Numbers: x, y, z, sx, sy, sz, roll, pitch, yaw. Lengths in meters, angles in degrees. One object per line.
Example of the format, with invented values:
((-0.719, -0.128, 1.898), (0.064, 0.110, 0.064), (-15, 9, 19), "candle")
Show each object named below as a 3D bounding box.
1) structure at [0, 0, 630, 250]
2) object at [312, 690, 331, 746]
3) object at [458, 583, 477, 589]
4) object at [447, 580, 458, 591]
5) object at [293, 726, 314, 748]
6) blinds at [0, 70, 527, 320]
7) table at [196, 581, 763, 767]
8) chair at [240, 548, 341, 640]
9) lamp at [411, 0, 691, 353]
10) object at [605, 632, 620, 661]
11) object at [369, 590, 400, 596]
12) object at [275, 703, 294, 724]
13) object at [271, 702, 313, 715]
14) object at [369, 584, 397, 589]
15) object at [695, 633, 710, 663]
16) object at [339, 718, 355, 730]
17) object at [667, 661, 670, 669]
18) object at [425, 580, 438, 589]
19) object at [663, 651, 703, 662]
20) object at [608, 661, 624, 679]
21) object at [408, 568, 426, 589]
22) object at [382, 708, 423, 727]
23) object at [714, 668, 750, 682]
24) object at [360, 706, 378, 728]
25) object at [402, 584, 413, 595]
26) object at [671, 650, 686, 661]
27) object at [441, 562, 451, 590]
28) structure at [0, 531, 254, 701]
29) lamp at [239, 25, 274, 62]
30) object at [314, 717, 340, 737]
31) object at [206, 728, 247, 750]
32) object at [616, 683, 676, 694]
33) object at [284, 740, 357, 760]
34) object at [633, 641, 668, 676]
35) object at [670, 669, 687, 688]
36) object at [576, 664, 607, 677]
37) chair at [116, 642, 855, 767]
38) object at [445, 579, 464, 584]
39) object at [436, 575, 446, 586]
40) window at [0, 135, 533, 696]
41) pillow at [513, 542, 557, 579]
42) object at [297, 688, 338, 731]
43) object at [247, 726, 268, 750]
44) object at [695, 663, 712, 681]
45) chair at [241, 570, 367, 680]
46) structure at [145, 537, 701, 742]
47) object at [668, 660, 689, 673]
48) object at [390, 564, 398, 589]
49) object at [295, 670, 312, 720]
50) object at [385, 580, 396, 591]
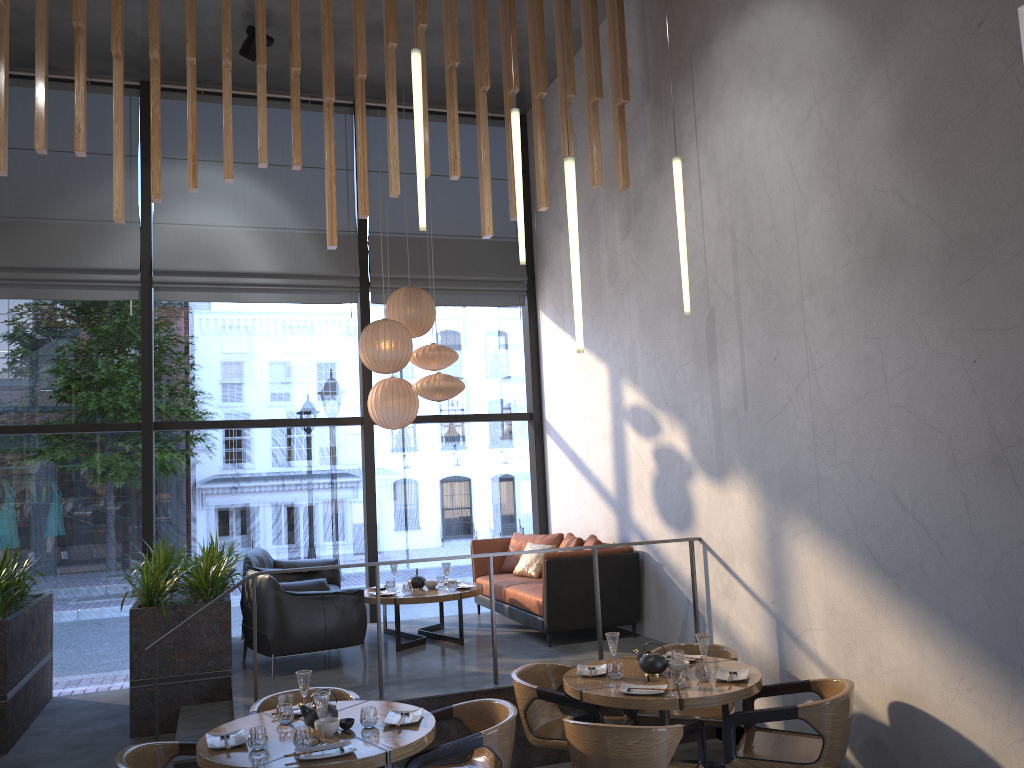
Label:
((-2.373, -0.891, 0.559), (10.399, 5.894, 10.127), (-1, -6, -19), "structure")
((-0.844, 1.490, 3.947), (0.082, 0.227, 0.082), (-8, -8, 41), "object")
((-0.416, 1.744, 7.626), (0.170, 0.025, 0.294), (2, -8, -38), "object")
((-0.503, 1.704, 7.503), (0.086, 0.086, 0.086), (-1, -6, -15), "object")
((-0.921, 1.561, 3.909), (0.086, 0.086, 0.086), (-3, -6, 6), "object")
((-7.529, -2.120, 3.629), (8.760, 2.314, 17.610), (-6, -7, 25), "blinds")
((-3.765, 1.991, 3.673), (10.659, 0.968, 6.876), (-1, -6, -18), "table")
((-2.005, 1.857, 8.054), (0.833, 0.743, 1.030), (-2, -6, -4), "chair")
((-1.923, -5.068, 0.742), (8.975, 10.231, 8.774), (-1, -6, -20), "lamp")
((0.579, 1.536, 5.051), (0.082, 0.227, 0.082), (-8, -8, 43), "object")
((-1.053, 1.752, 7.412), (0.170, 0.025, 0.294), (2, -8, -38), "object")
((-1.113, 1.616, 4.343), (0.086, 0.086, 0.086), (2, -7, -36), "object")
((-1.084, 1.665, 4.527), (0.294, 0.025, 0.170), (1, -7, -34), "object")
((-1.155, 1.807, 7.887), (0.170, 0.025, 0.294), (-5, -6, 17), "object")
((1.060, 1.496, 4.888), (0.082, 0.227, 0.082), (-3, -6, 3), "object")
((-0.780, 1.605, 4.176), (0.080, 0.042, 0.080), (-7, -7, 35), "object")
((0.923, 1.616, 5.079), (0.080, 0.042, 0.080), (2, -7, -36), "object")
((-0.700, 1.745, 7.698), (0.116, 0.065, 0.116), (-4, -6, 11), "object")
((1.025, 1.646, 5.325), (0.294, 0.025, 0.170), (-8, -8, 41), "object")
((0.578, 1.596, 4.938), (0.086, 0.086, 0.086), (-3, -6, 4), "object")
((-0.835, 1.701, 7.770), (0.168, 0.179, 0.163), (-7, -7, 37), "object")
((-0.526, 1.610, 4.261), (0.170, 0.025, 0.294), (-3, -6, 1), "object")
((1.188, 1.582, 4.795), (0.170, 0.025, 0.294), (-5, -6, 19), "object")
((-0.678, 1.580, 4.204), (0.086, 0.086, 0.086), (-1, -6, -16), "object")
((-0.870, 1.709, 7.380), (0.086, 0.086, 0.086), (-1, -6, -15), "object")
((0.970, 1.602, 5.175), (0.086, 0.086, 0.086), (0, -7, -25), "object")
((-0.558, 1.643, 7.578), (0.082, 0.227, 0.082), (-5, -7, 24), "object")
((-6.152, 1.543, 1.373), (4.306, 1.608, 15.715), (-5, -6, 20), "structure")
((-2.239, -2.929, 7.654), (0.300, 0.367, 0.273), (-6, -7, 27), "lamp")
((-0.853, 1.588, 4.094), (0.116, 0.065, 0.116), (2, -8, -40), "object")
((-1.294, 1.622, 4.022), (0.170, 0.025, 0.294), (0, -6, -21), "object")
((0.701, 1.585, 4.591), (0.294, 0.025, 0.170), (-5, -6, 19), "object")
((-0.823, 1.575, 3.790), (0.294, 0.025, 0.170), (0, -6, -22), "object")
((0.794, 1.547, 5.019), (0.168, 0.179, 0.163), (-1, -6, -15), "object")
((0.874, 1.552, 4.663), (0.086, 0.086, 0.086), (-8, -8, 43), "object")
((0.456, 1.648, 5.078), (0.170, 0.025, 0.294), (-4, -6, 7), "object")
((-2.618, 1.908, 2.417), (9.749, 0.759, 4.352), (-1, -6, -17), "chair")
((-0.552, 1.793, 8.031), (0.170, 0.025, 0.294), (2, -8, -38), "object")
((-0.633, 1.751, 7.892), (0.086, 0.086, 0.086), (-1, -6, -15), "object")
((-3.439, -0.708, 1.758), (12.739, 5.897, 12.900), (-1, -6, -19), "window")
((0.208, 1.692, 8.535), (0.289, 0.311, 0.393), (2, -8, -38), "pillow")
((-0.915, 1.548, 4.236), (0.168, 0.179, 0.163), (-5, -6, 19), "object")
((-1.130, 1.574, 3.939), (0.086, 0.086, 0.086), (-3, -6, 6), "object")
((1.034, 1.559, 4.801), (0.086, 0.086, 0.086), (3, -8, -42), "object")
((-1.633, 1.794, 6.885), (0.833, 0.743, 1.030), (1, -7, -33), "chair")
((-2.781, -0.107, 0.438), (11.718, 4.117, 9.054), (-1, -6, -19), "structure")
((0.938, 1.593, 4.972), (0.116, 0.065, 0.116), (-3, -6, 6), "object")
((-1.041, 1.694, 7.838), (0.082, 0.227, 0.082), (2, -7, -37), "object")
((-1.034, 1.549, 4.417), (0.082, 0.227, 0.082), (-3, -6, 2), "object")
((-1.060, 1.755, 7.728), (0.086, 0.086, 0.086), (-5, -6, 19), "object")
